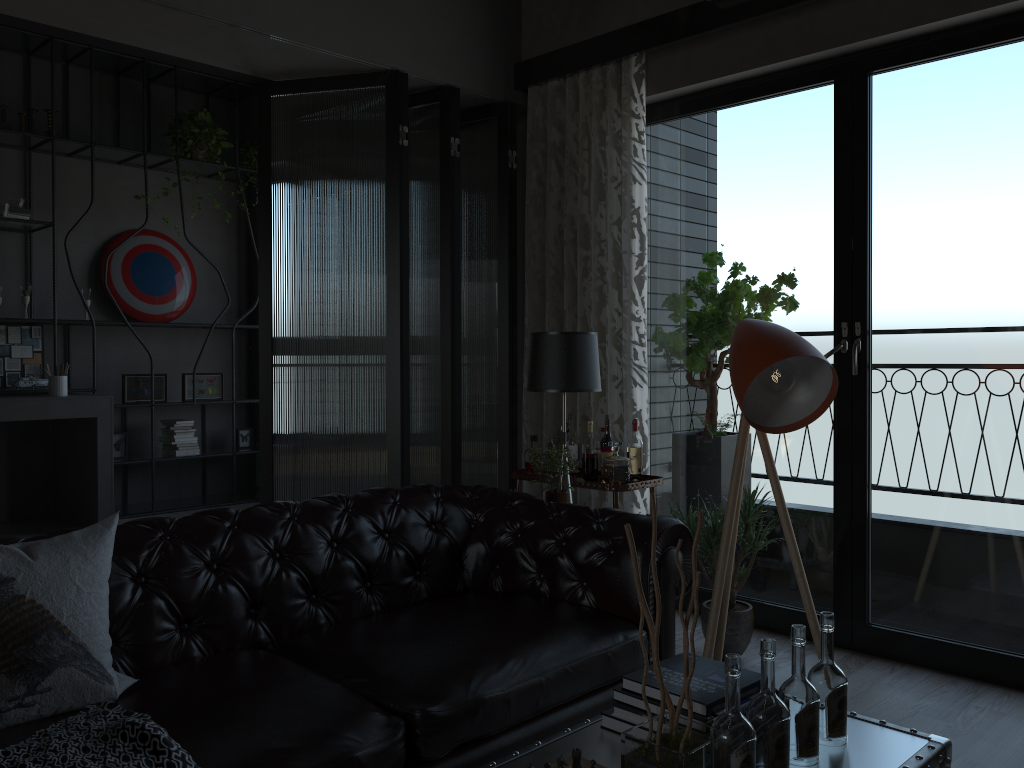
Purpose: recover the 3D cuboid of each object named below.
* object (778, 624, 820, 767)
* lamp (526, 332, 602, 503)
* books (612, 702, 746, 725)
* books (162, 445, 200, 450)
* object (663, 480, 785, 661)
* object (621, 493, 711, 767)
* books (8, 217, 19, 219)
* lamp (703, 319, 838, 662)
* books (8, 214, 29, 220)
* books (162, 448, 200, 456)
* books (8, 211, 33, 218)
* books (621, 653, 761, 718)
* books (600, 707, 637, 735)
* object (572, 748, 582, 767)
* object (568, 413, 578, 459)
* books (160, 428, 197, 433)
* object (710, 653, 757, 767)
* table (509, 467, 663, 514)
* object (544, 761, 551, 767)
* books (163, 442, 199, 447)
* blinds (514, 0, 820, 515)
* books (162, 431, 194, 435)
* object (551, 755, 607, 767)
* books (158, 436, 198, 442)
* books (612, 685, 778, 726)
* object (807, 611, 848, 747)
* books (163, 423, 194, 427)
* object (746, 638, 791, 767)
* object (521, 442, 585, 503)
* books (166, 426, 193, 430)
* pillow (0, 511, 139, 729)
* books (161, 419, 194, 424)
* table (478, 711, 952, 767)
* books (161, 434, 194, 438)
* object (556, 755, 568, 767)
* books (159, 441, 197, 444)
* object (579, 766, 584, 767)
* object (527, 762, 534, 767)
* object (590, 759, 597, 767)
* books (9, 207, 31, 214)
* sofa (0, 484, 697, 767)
[{"bbox_3d":[0.613,0.662,1.896,0.088,0.290,0.084,-1,1,-40],"label":"object"},{"bbox_3d":[0.230,0.188,3.936,0.333,0.832,0.333,-1,1,-43],"label":"lamp"},{"bbox_3d":[0.436,0.750,2.059,0.270,0.026,0.315,1,2,45],"label":"books"},{"bbox_3d":[-2.510,0.476,6.718,0.249,0.023,0.175,1,2,40],"label":"books"},{"bbox_3d":[0.897,0.790,3.910,0.577,0.825,0.621,0,1,-6],"label":"object"},{"bbox_3d":[0.321,0.514,1.810,0.185,0.583,0.156,1,1,45],"label":"object"},{"bbox_3d":[-3.409,-1.094,6.008,0.243,0.034,0.179,1,2,28],"label":"books"},{"bbox_3d":[0.749,0.463,4.567,0.583,1.456,3.832,0,1,-3],"label":"lamp"},{"bbox_3d":[-3.418,-1.123,6.006,0.227,0.024,0.166,1,2,24],"label":"books"},{"bbox_3d":[-2.509,0.509,6.716,0.248,0.043,0.192,1,2,45],"label":"books"},{"bbox_3d":[-3.410,-1.147,6.016,0.175,0.024,0.243,1,2,41],"label":"books"},{"bbox_3d":[0.427,0.695,2.067,0.251,0.030,0.236,-2,2,-43],"label":"books"},{"bbox_3d":[0.427,0.780,2.068,0.306,0.035,0.324,1,2,45],"label":"books"},{"bbox_3d":[0.129,0.752,1.774,0.019,0.040,0.019,0,1,19],"label":"object"},{"bbox_3d":[0.310,0.317,4.693,0.073,0.320,0.073,0,1,35],"label":"object"},{"bbox_3d":[-2.525,0.347,6.713,0.244,0.019,0.174,1,2,45],"label":"books"},{"bbox_3d":[0.426,0.668,1.708,0.088,0.290,0.084,-1,1,-40],"label":"object"},{"bbox_3d":[0.375,0.824,4.509,0.803,0.732,0.438,1,1,41],"label":"table"},{"bbox_3d":[0.068,0.750,1.710,0.022,0.047,0.022,0,1,0],"label":"object"},{"bbox_3d":[-2.510,0.453,6.718,0.175,0.023,0.249,-2,2,-45],"label":"books"},{"bbox_3d":[1.287,-0.308,3.936,3.410,2.974,0.200,1,1,45],"label":"blinds"},{"bbox_3d":[-2.528,0.367,6.718,0.205,0.022,0.155,1,2,40],"label":"books"},{"bbox_3d":[0.131,0.796,1.554,0.429,0.036,0.429,1,2,45],"label":"object"},{"bbox_3d":[-2.528,0.413,6.712,0.245,0.028,0.193,1,2,40],"label":"books"},{"bbox_3d":[0.427,0.723,2.067,0.282,0.026,0.266,-2,2,-43],"label":"books"},{"bbox_3d":[0.709,0.659,1.992,0.088,0.290,0.084,-1,1,-40],"label":"object"},{"bbox_3d":[-2.529,0.305,6.717,0.205,0.020,0.155,1,2,45],"label":"books"},{"bbox_3d":[0.521,0.665,1.804,0.088,0.290,0.084,-1,1,-40],"label":"object"},{"bbox_3d":[0.173,0.427,3.800,0.270,0.363,0.297,0,1,0],"label":"object"},{"bbox_3d":[-2.519,0.325,6.707,0.162,0.023,0.231,-1,2,-30],"label":"books"},{"bbox_3d":[-1.183,0.548,2.133,0.528,0.469,0.283,-1,1,-42],"label":"pillow"},{"bbox_3d":[-2.532,0.284,6.706,0.201,0.024,0.159,1,2,35],"label":"books"},{"bbox_3d":[0.315,1.031,1.783,0.684,0.469,1.254,1,2,45],"label":"table"},{"bbox_3d":[-2.534,0.389,6.715,0.224,0.021,0.158,1,2,45],"label":"books"},{"bbox_3d":[0.100,0.751,1.740,0.026,0.044,0.026,0,1,0],"label":"object"},{"bbox_3d":[-2.528,0.434,6.714,0.192,0.014,0.255,-2,2,-42],"label":"books"},{"bbox_3d":[0.133,0.755,1.709,0.017,0.037,0.017,-1,1,-39],"label":"object"},{"bbox_3d":[0.035,0.746,1.678,0.025,0.058,0.025,0,1,38],"label":"object"},{"bbox_3d":[0.159,0.755,1.738,0.017,0.037,0.017,-1,1,-26],"label":"object"},{"bbox_3d":[-3.412,-1.173,6.005,0.179,0.029,0.225,1,2,37],"label":"books"},{"bbox_3d":[-0.649,0.828,2.577,1.239,0.838,2.566,1,2,44],"label":"sofa"}]
